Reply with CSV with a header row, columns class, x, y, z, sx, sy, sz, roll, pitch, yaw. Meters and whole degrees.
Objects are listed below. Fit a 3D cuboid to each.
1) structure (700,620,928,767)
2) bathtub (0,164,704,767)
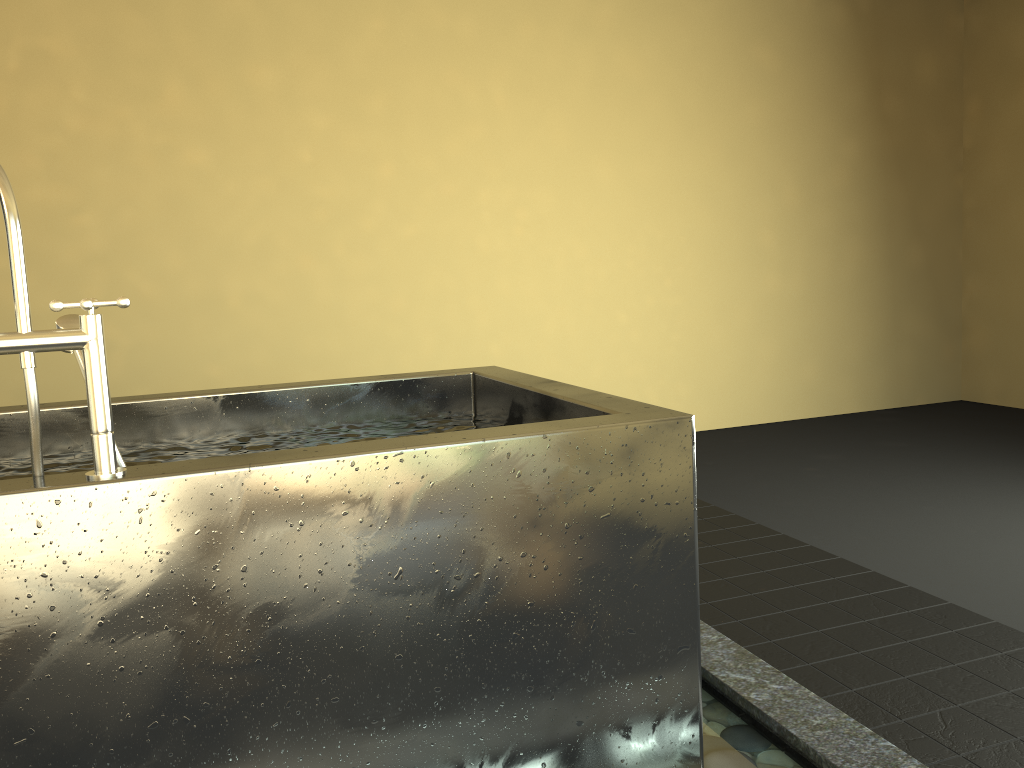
class,x,y,z,sx,sy,sz,roll,pitch,yaw
structure,-1.252,0.986,1.633,3.801,0.635,1.975,-5,7,-19
bathtub,-0.865,0.213,1.668,2.133,1.160,1.069,-5,7,-19
